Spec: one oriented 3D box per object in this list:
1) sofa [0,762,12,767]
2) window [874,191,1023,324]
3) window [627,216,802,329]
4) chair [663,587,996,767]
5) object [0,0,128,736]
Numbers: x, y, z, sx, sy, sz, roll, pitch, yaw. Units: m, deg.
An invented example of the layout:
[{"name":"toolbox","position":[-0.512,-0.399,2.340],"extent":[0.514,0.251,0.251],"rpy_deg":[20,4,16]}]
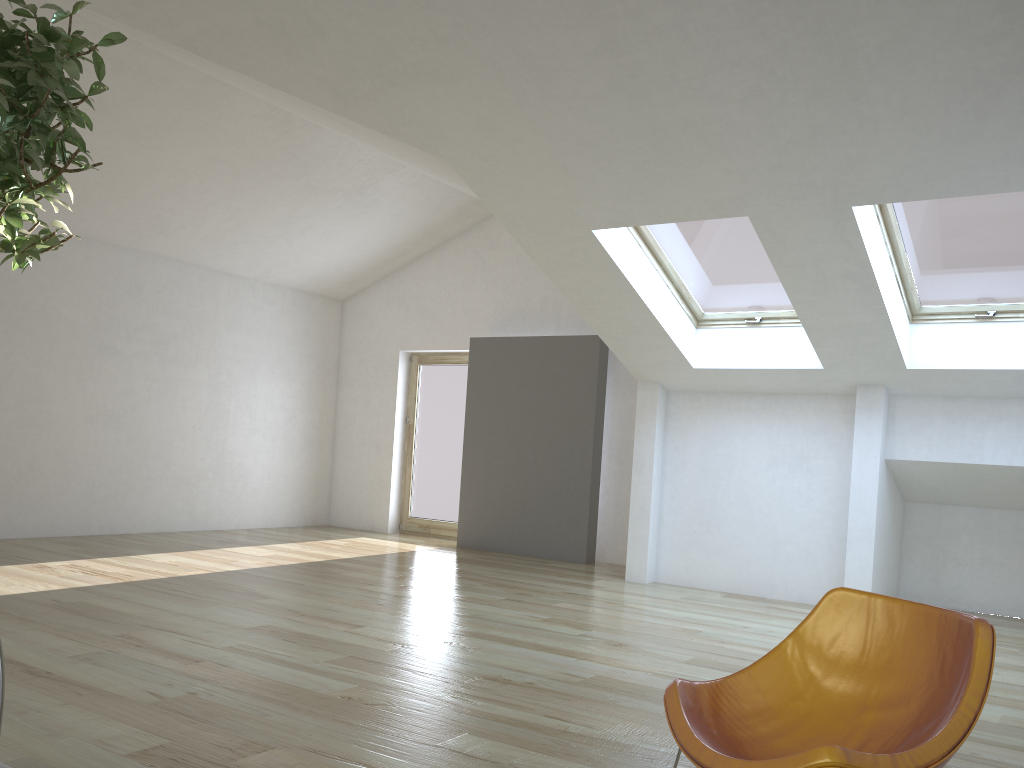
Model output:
[{"name":"sofa","position":[-1.520,0.665,1.015],"extent":[2.459,0.683,1.027],"rpy_deg":[1,-4,33]},{"name":"window","position":[2.857,-0.789,5.408],"extent":[1.471,0.728,1.906],"rpy_deg":[1,-5,34]},{"name":"window","position":[1.521,-0.809,6.261],"extent":[1.471,0.728,1.906],"rpy_deg":[1,-5,34]},{"name":"chair","position":[0.753,0.890,2.153],"extent":[0.717,0.722,0.656],"rpy_deg":[5,-2,-26]},{"name":"object","position":[-1.318,0.072,1.815],"extent":[0.801,2.018,0.812],"rpy_deg":[4,-1,12]}]
